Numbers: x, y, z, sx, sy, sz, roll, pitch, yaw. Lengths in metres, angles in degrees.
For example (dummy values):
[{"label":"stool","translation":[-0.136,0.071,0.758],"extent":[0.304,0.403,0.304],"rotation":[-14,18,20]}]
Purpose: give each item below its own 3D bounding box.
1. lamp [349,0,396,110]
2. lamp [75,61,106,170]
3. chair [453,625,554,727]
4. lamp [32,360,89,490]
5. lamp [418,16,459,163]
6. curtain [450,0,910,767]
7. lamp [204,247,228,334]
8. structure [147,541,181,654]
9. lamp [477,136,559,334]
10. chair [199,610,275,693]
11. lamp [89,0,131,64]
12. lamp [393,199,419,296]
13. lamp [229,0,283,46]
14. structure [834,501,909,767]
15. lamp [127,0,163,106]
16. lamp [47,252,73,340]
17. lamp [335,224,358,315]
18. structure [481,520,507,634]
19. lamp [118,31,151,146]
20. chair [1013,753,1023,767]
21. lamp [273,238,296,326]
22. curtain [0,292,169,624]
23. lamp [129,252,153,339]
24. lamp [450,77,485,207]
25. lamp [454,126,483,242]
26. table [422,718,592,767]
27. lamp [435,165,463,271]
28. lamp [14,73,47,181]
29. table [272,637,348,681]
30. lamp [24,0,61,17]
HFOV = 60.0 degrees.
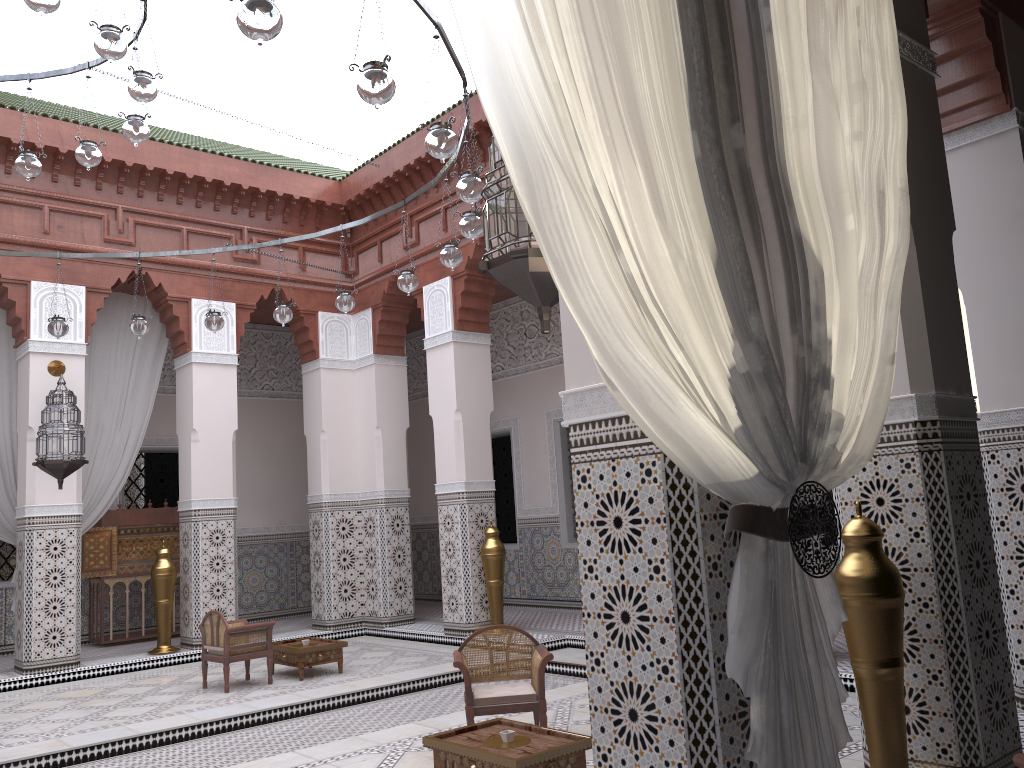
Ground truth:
[{"label":"lamp","translation":[-0.285,-0.736,1.801],"extent":[0.091,0.371,0.090],"rotation":[0,-9,-26]},{"label":"lamp","translation":[-1.371,-0.869,2.886],"extent":[0.091,0.371,0.090],"rotation":[0,-9,-26]},{"label":"chair","translation":[-0.024,0.821,2.390],"extent":[0.263,0.313,0.208],"rotation":[-3,-8,-5]},{"label":"lamp","translation":[-2.061,0.172,4.054],"extent":[0.216,0.618,0.217],"rotation":[4,-11,-40]},{"label":"lamp","translation":[-0.176,-0.700,2.091],"extent":[0.091,0.371,0.090],"rotation":[0,-9,-26]},{"label":"curtain","translation":[0.325,-0.246,1.261],"extent":[1.304,1.761,0.137],"rotation":[4,-11,-40]},{"label":"lamp","translation":[-1.249,-0.389,3.727],"extent":[0.091,0.371,0.090],"rotation":[4,-11,-40]},{"label":"structure","translation":[-1.731,1.051,4.409],"extent":[0.156,0.539,0.156],"rotation":[2,-10,-35]},{"label":"lamp","translation":[0.044,-0.362,1.596],"extent":[0.216,0.552,0.221],"rotation":[4,-11,-40]},{"label":"chair","translation":[-1.122,1.073,3.619],"extent":[0.208,0.313,0.263],"rotation":[5,-12,-44]},{"label":"lamp","translation":[-1.014,-0.988,2.242],"extent":[0.090,0.371,0.091],"rotation":[-7,-9,24]},{"label":"lamp","translation":[-0.384,-0.509,3.292],"extent":[0.091,0.371,0.090],"rotation":[-9,-10,34]},{"label":"lamp","translation":[-0.446,-0.765,1.539],"extent":[0.091,0.371,0.090],"rotation":[0,-9,-26]},{"label":"structure","translation":[0.667,0.486,1.627],"extent":[0.156,0.539,0.156],"rotation":[0,-9,-24]},{"label":"lamp","translation":[-1.025,-0.953,2.470],"extent":[0.090,0.371,0.091],"rotation":[-4,-8,4]},{"label":"lamp","translation":[-1.865,-0.361,3.654],"extent":[0.090,0.371,0.091],"rotation":[-9,-10,34]},{"label":"lamp","translation":[-0.665,-0.455,3.538],"extent":[0.091,0.371,0.090],"rotation":[-1,-9,-16]},{"label":"structure","translation":[-0.086,0.934,4.323],"extent":[0.156,0.539,0.156],"rotation":[-5,-9,10]},{"label":"lamp","translation":[-1.150,-0.906,2.733],"extent":[0.091,0.371,0.090],"rotation":[-3,-8,-1]},{"label":"chair","translation":[0.711,0.529,0.895],"extent":[0.234,0.252,0.259],"rotation":[-3,-8,-1]},{"label":"lamp","translation":[-0.945,-0.418,3.664],"extent":[0.091,0.371,0.090],"rotation":[0,-9,-26]},{"label":"curtain","translation":[-2.282,0.372,4.306],"extent":[1.304,1.761,0.048],"rotation":[4,-11,-40]},{"label":"lamp","translation":[-1.560,-0.371,3.719],"extent":[0.091,0.371,0.090],"rotation":[4,-11,-40]},{"label":"lamp","translation":[-0.122,-0.659,2.394],"extent":[0.091,0.371,0.090],"rotation":[0,-9,-26]},{"label":"lamp","translation":[-0.122,-0.612,2.711],"extent":[0.091,0.371,0.090],"rotation":[-9,-10,34]},{"label":"table","translation":[-0.008,0.843,1.961],"extent":[0.229,0.142,0.330],"rotation":[4,-11,-40]},{"label":"lamp","translation":[-0.204,-0.563,3.005],"extent":[0.091,0.371,0.090],"rotation":[-9,-10,34]},{"label":"lamp","translation":[-1.595,-0.848,2.936],"extent":[0.090,0.371,0.091],"rotation":[-12,-12,43]},{"label":"table","translation":[-0.886,1.173,3.808],"extent":[0.229,0.142,0.330],"rotation":[4,-11,-40]},{"label":"lamp","translation":[-1.075,-1.016,2.024],"extent":[0.090,0.371,0.091],"rotation":[-10,-11,39]}]
